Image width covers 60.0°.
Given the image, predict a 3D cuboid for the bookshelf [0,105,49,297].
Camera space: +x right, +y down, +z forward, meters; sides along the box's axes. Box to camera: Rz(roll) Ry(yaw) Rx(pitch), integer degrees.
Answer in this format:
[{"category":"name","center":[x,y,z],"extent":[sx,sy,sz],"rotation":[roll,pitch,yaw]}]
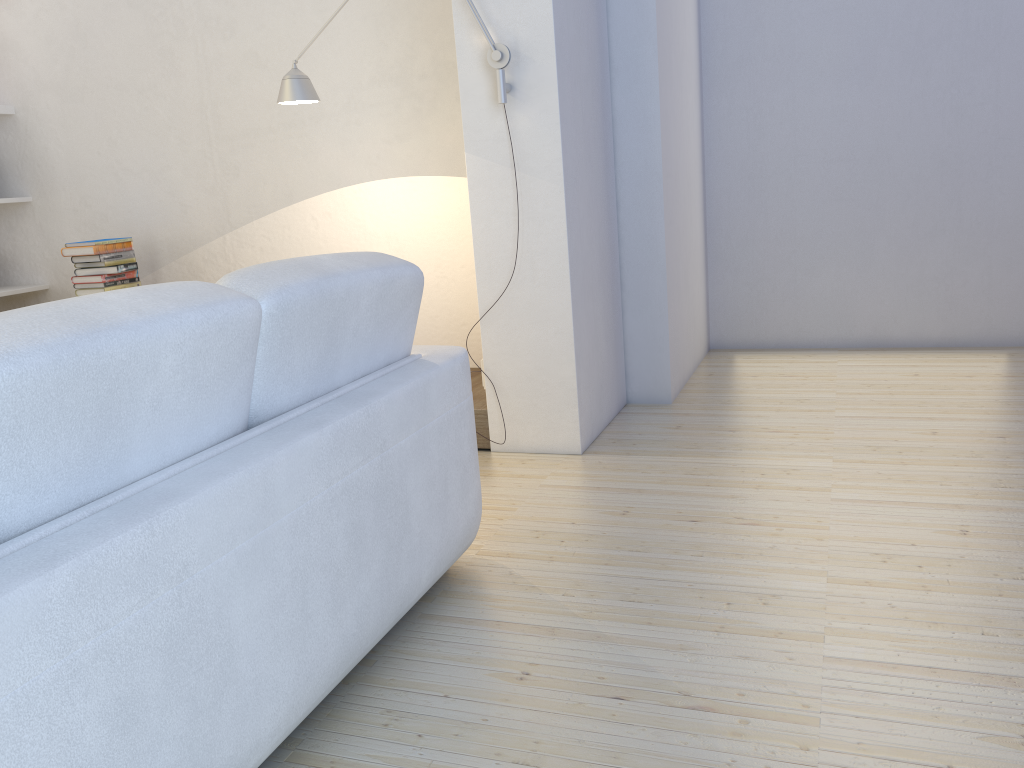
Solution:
[{"category":"bookshelf","center":[-3.355,-0.716,4.833],"extent":[1.599,1.396,0.465],"rotation":[0,14,21]}]

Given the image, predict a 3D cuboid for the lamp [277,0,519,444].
[{"category":"lamp","center":[-0.377,-0.681,3.173],"extent":[0.891,1.841,0.204],"rotation":[-1,13,17]}]

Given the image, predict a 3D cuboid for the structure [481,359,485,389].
[{"category":"structure","center":[-0.068,-0.060,3.375],"extent":[0.028,0.114,0.206],"rotation":[0,14,21]}]

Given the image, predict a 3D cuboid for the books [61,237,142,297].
[{"category":"books","center":[-1.926,-0.341,4.266],"extent":[0.270,0.694,0.329],"rotation":[0,14,21]}]

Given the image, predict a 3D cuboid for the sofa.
[{"category":"sofa","center":[-0.870,0.284,1.535],"extent":[0.941,0.862,2.166],"rotation":[0,14,21]}]
